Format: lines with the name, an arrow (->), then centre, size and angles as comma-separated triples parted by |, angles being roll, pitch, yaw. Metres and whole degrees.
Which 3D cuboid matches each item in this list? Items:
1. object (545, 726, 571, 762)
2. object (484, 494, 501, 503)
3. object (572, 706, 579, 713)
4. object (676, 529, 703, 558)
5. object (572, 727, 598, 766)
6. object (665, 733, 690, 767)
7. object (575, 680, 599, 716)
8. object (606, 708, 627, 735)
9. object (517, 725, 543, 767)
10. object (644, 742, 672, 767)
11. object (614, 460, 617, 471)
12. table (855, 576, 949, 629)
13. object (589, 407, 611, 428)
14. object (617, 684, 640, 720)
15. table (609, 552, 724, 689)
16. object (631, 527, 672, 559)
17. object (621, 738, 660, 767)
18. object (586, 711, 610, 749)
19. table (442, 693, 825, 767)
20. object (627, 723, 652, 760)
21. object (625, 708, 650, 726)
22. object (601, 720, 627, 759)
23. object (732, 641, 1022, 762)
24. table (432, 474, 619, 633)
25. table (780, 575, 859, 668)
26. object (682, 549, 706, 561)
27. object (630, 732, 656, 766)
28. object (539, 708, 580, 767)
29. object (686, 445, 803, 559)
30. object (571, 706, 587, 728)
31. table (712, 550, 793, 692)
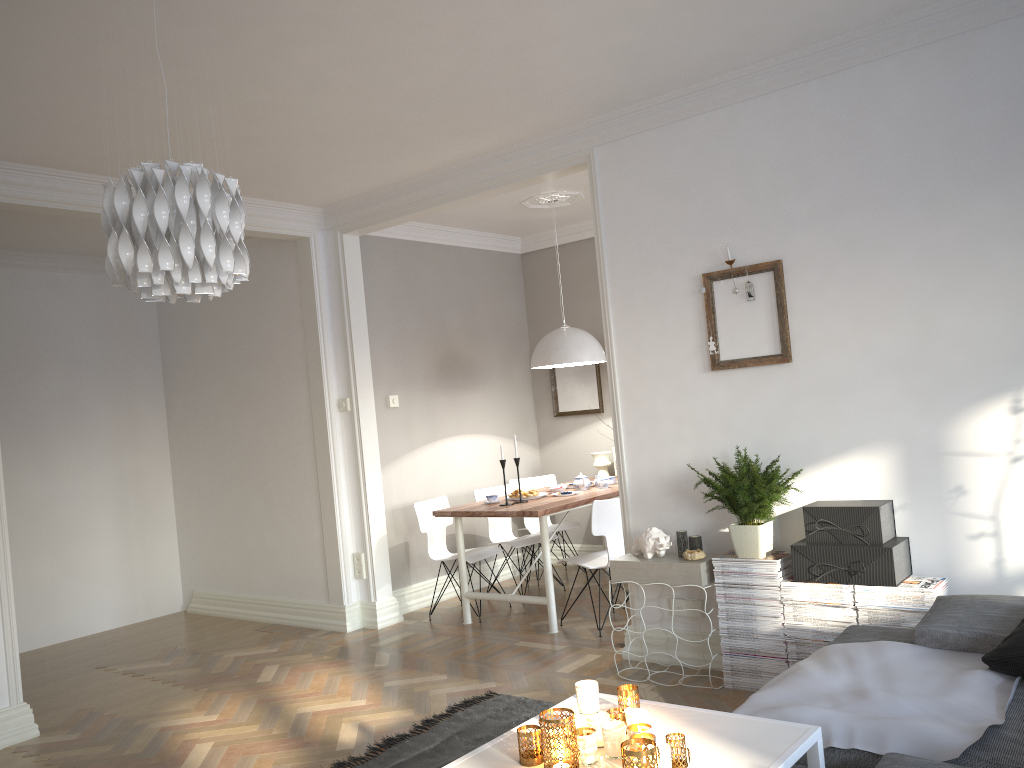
object -> 0.113, 0.870, 2.131 | 0.060, 0.073, 0.060 | -6, -1, 28
object -> -0.127, 0.755, 5.822 | 0.116, 0.056, 0.137 | -5, -2, -21
object -> 0.184, 0.865, 2.267 | 0.056, 0.066, 0.056 | -5, -1, 1
object -> 0.846, 0.754, 4.233 | 0.123, 0.134, 0.062 | -5, -1, -10
object -> 0.175, 0.864, 2.112 | 0.060, 0.073, 0.060 | -6, -1, 28
object -> 0.383, 0.845, 2.043 | 0.054, 0.068, 0.047 | -5, -1, -1
object -> 0.191, 0.792, 2.240 | 0.060, 0.073, 0.060 | -5, -1, -35
object -> 0.269, 0.867, 2.270 | 0.052, 0.058, 0.050 | -6, -1, 8
object -> 0.044, 0.874, 2.145 | 0.060, 0.079, 0.060 | -6, -1, 29
object -> 0.328, 0.846, 1.978 | 0.060, 0.073, 0.060 | -5, -1, 1
object -> 0.842, 0.653, 6.856 | 0.094, 0.132, 0.097 | -6, -1, 5
table -> 1.613, 1.057, 3.626 | 0.327, 0.499, 0.246 | -6, -1, 39
object -> 0.940, 0.316, 6.806 | 0.698, 0.781, 0.352 | -6, -1, 21
object -> 0.314, 0.855, 2.381 | 0.060, 0.079, 0.060 | -6, -1, 33
table -> 0.768, 1.118, 4.257 | 0.553, 0.575, 0.298 | -6, -1, 39
object -> 0.675, 0.764, 4.292 | 0.137, 0.150, 0.311 | -5, -1, -21
object -> 0.279, 0.833, 1.921 | 0.080, 0.104, 0.080 | -6, -1, 29
object -> 0.217, 0.863, 2.209 | 0.060, 0.073, 0.060 | -6, -1, 19
table -> 0.301, 1.143, 2.149 | 0.715, 0.504, 0.674 | -6, -2, 39
object -> 0.306, 0.851, 2.106 | 0.060, 0.073, 0.060 | -5, -1, -26
object -> 0.315, 0.853, 2.208 | 0.060, 0.073, 0.060 | -5, -1, -26
object -> 0.247, 0.858, 2.137 | 0.060, 0.073, 0.060 | -5, -1, -5
object -> 1.107, 1.080, 2.640 | 0.726, 0.437, 0.811 | -6, -2, 37
table -> 0.474, 1.112, 6.186 | 0.853, 0.750, 1.985 | -6, -2, 39
table -> 1.369, 1.086, 3.822 | 0.327, 0.499, 0.246 | -6, -1, 39
object -> 0.849, 0.795, 4.129 | 0.099, 0.046, 0.104 | -5, -1, -5
object -> 0.304, 0.850, 2.041 | 0.060, 0.073, 0.060 | -5, -1, -26
object -> 0.108, 0.836, 2.058 | 0.090, 0.139, 0.087 | -6, -1, 9
object -> 1.052, 0.537, 3.996 | 0.438, 0.526, 0.368 | -6, -1, 39
object -> 0.184, 0.867, 2.267 | 0.060, 0.073, 0.060 | -6, -1, 19
table -> 1.124, 1.065, 4.016 | 0.321, 0.596, 0.246 | -6, -1, 39
